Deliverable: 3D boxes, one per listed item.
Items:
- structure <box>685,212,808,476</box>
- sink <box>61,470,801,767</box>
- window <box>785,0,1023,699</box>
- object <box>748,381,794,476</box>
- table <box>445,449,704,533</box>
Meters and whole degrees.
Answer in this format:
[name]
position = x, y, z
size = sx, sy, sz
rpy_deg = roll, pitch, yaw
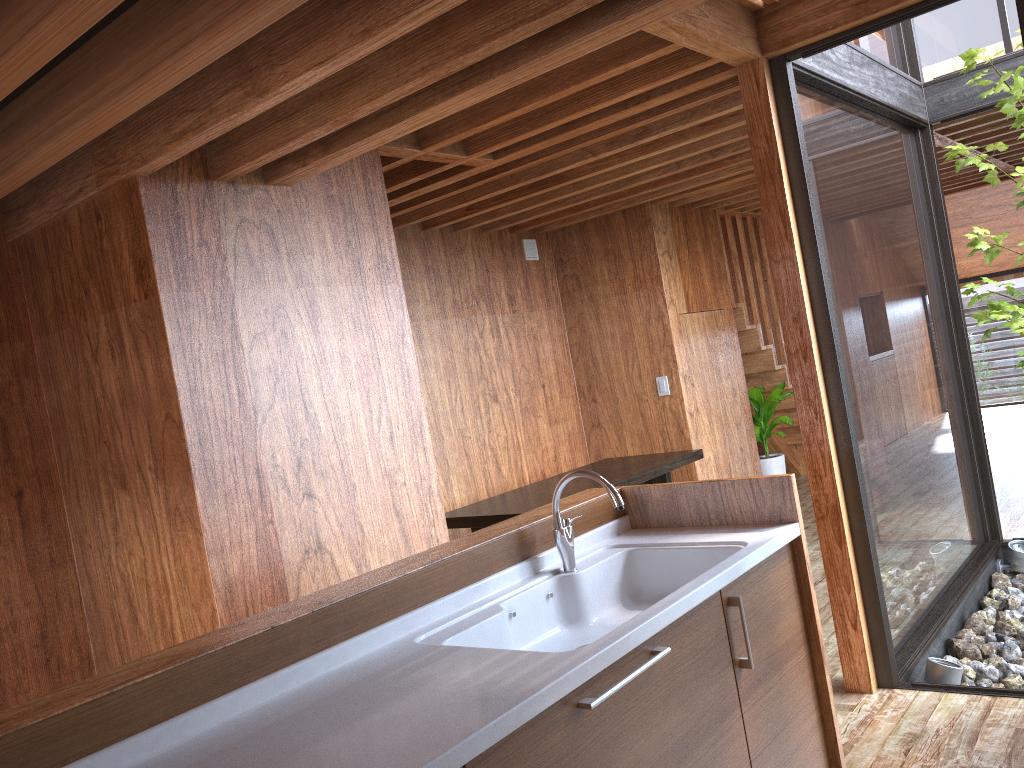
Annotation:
[structure]
position = 2.152, -0.247, 7.790
size = 0.823, 2.299, 2.465
rpy_deg = -10, 1, 39
[sink]
position = -0.195, 0.508, 1.649
size = 0.554, 0.423, 2.476
rpy_deg = -10, 1, 39
[window]
position = 1.514, -1.136, 4.600
size = 4.074, 5.132, 14.068
rpy_deg = -10, 1, 38
[object]
position = 1.972, 0.436, 6.990
size = 0.670, 1.031, 0.636
rpy_deg = -10, 1, 28
[table]
position = 0.422, 0.886, 4.896
size = 0.695, 0.716, 1.684
rpy_deg = -10, 1, 39
